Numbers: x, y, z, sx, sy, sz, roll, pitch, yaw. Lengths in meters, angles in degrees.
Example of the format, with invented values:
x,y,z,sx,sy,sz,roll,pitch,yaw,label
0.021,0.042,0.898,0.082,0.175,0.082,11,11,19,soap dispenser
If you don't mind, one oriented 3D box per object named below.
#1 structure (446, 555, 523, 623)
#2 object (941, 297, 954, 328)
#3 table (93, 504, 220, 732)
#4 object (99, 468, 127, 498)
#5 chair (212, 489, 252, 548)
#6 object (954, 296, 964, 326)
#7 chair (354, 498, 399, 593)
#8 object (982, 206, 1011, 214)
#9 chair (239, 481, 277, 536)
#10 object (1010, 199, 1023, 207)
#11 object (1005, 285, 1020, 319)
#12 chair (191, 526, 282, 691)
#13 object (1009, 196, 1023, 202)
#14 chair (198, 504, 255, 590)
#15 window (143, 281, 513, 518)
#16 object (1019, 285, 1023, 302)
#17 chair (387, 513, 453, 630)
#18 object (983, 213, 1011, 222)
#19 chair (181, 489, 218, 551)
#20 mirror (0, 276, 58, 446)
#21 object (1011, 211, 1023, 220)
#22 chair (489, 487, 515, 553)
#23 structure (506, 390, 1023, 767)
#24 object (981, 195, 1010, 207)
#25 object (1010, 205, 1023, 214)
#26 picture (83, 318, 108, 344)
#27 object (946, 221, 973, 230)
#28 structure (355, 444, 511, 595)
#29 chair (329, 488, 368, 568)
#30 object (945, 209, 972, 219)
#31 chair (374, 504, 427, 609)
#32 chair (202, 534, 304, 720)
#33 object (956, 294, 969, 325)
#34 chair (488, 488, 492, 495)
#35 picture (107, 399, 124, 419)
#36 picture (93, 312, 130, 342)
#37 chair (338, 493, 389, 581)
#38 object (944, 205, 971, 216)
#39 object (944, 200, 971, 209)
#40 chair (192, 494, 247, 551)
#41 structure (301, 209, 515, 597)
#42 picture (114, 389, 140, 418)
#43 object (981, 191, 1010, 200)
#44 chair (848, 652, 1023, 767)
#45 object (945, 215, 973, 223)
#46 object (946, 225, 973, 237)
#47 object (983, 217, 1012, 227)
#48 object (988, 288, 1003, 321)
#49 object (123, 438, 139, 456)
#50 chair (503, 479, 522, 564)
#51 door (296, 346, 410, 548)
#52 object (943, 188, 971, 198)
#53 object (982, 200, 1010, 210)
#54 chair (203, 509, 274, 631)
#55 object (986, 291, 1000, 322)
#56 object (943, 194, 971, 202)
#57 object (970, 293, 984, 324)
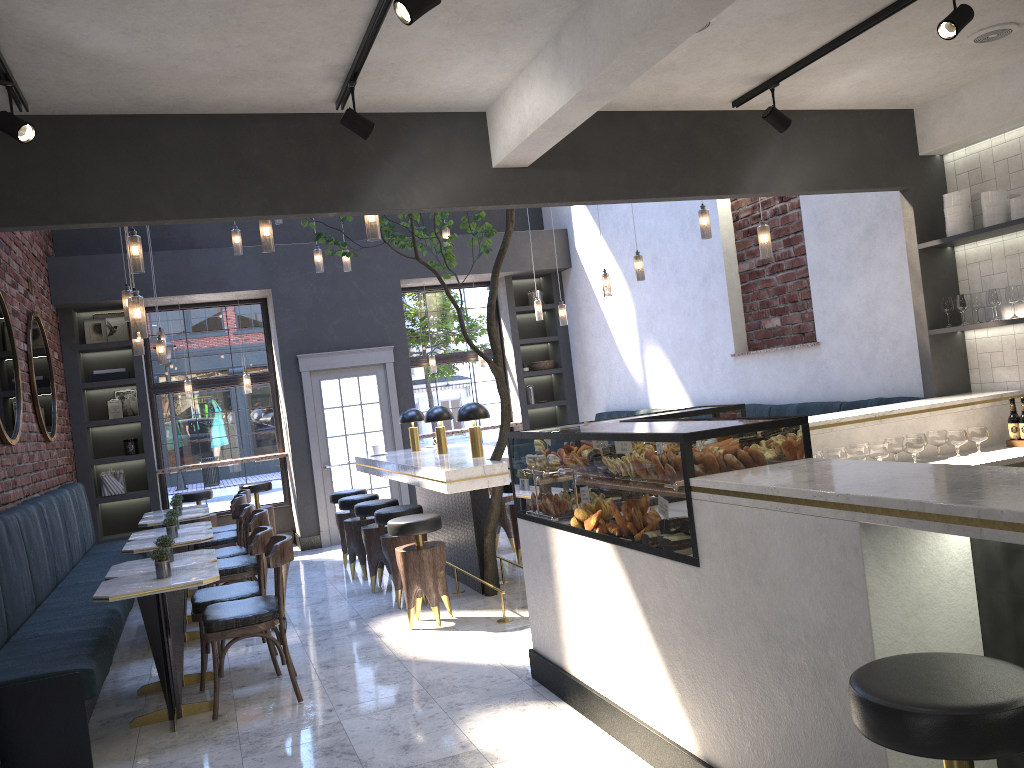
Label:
x,y,z,sx,sy,sz,roll,pitch,yaw,label
-0.446,1.536,7.562,0.496,0.210,3.500,-7,-1,-20,structure
2.748,-0.453,5.588,0.070,0.188,0.070,-7,0,-28,object
-0.671,1.289,7.375,4.597,0.751,4.832,-7,-1,-20,table
-4.474,1.087,9.936,0.250,0.323,0.241,-7,0,-20,object
-2.815,1.508,8.794,0.521,0.851,0.497,-7,0,-21,chair
2.850,-0.465,5.625,0.070,0.188,0.070,-7,0,-28,object
-1.089,1.347,7.401,0.372,0.737,0.370,-7,0,24,chair
2.897,-1.020,5.295,0.153,0.062,0.153,-7,0,10,object
-2.907,1.550,10.200,0.371,0.821,0.371,-7,0,33,chair
2.962,-1.029,5.113,0.153,0.062,0.153,-7,0,10,object
2.906,-0.476,5.143,0.070,0.188,0.070,-7,0,-6,object
-1.681,1.341,5.420,0.521,0.851,0.539,-7,0,-18,chair
2.956,-1.061,5.111,0.153,0.075,0.154,-7,-1,38,object
-2.297,1.431,7.145,0.521,0.851,0.539,-7,0,-26,chair
-0.267,-1.554,5.281,6.403,5.364,12.714,-7,0,-20,window
3.008,-0.488,5.180,0.070,0.188,0.070,-7,0,-6,object
-0.629,1.279,6.077,0.372,0.737,0.370,-7,0,24,chair
2.899,-0.990,5.296,0.153,0.074,0.154,-7,0,-17,object
-3.519,1.622,10.003,0.372,0.821,0.370,-7,0,33,chair
-3.679,-0.309,6.371,0.036,1.510,4.775,-7,0,-20,mirror
2.966,-0.963,5.115,0.153,0.055,0.153,-7,-1,32,object
-0.122,1.240,8.495,0.372,0.737,0.370,-7,0,24,chair
2.513,0.583,2.479,3.204,1.300,5.807,-7,-1,-20,structure
2.886,-1.081,5.292,0.153,0.060,0.153,-7,-1,-37,object
2.964,-0.999,5.113,0.153,0.074,0.154,-7,0,-17,object
-4.731,-0.592,10.080,0.230,0.313,0.061,-7,0,-20,picture
2.767,-0.972,5.481,0.153,0.074,0.154,-7,0,-17,object
-0.496,1.119,7.562,0.990,1.050,3.491,-7,0,-20,structure
-1.568,1.417,8.719,0.372,0.737,0.370,-7,0,24,chair
2.759,-1.034,5.479,0.153,0.075,0.154,-7,-1,38,object
-0.823,1.309,6.754,0.372,0.737,0.370,-7,0,8,chair
-1.431,1.306,4.896,0.521,0.851,0.539,-7,0,-18,chair
2.787,-0.459,5.477,0.070,0.188,0.070,-7,0,-28,object
-0.158,1.227,11.191,0.371,0.821,0.371,-7,0,33,chair
-4.533,0.290,10.133,0.161,0.227,0.049,-7,0,-19,picture
-4.591,-0.634,10.168,0.361,0.369,0.055,-7,0,-20,picture
-1.349,1.384,8.043,0.370,0.737,0.372,-7,0,-29,chair
2.754,-1.063,5.478,0.153,0.060,0.153,-7,-1,-37,object
2.752,-1.098,5.475,0.154,0.076,0.153,-7,0,2,object
-2.685,1.487,8.226,0.521,0.851,0.539,-7,0,-18,chair
-0.439,-1.379,6.654,3.746,5.988,2.805,-7,0,24,structure
-4.427,0.228,10.200,0.247,0.326,0.044,-7,0,-20,picture
2.884,-1.116,5.290,0.154,0.076,0.153,-7,0,2,object
0.933,1.010,1.825,0.371,0.821,0.371,-7,0,33,chair
2.765,-1.002,5.481,0.153,0.062,0.153,-7,0,10,object
2.769,-0.936,5.483,0.153,0.055,0.153,-7,-1,32,object
2.901,-0.954,5.297,0.153,0.055,0.153,-7,-1,32,object
2.866,-0.470,5.254,0.070,0.188,0.070,-7,0,-28,object
-4.293,0.709,10.001,0.152,0.181,0.152,-7,0,18,object
0.113,1.206,7.834,0.372,0.737,0.370,-7,0,24,chair
-1.813,0.715,10.348,1.131,2.219,0.152,-7,0,-20,door
2.744,-1.160,5.472,0.153,0.070,0.153,-7,0,27,object
2.891,-1.051,5.294,0.153,0.075,0.154,-7,-1,38,object
-2.027,1.393,6.572,0.521,0.851,0.539,-7,0,-18,chair
2.929,-0.476,5.403,0.070,0.188,0.070,-7,0,-28,object
2.750,-1.129,5.474,0.153,0.067,0.153,-7,0,26,object
2.890,-0.471,5.514,0.070,0.188,0.070,-7,0,-28,object
